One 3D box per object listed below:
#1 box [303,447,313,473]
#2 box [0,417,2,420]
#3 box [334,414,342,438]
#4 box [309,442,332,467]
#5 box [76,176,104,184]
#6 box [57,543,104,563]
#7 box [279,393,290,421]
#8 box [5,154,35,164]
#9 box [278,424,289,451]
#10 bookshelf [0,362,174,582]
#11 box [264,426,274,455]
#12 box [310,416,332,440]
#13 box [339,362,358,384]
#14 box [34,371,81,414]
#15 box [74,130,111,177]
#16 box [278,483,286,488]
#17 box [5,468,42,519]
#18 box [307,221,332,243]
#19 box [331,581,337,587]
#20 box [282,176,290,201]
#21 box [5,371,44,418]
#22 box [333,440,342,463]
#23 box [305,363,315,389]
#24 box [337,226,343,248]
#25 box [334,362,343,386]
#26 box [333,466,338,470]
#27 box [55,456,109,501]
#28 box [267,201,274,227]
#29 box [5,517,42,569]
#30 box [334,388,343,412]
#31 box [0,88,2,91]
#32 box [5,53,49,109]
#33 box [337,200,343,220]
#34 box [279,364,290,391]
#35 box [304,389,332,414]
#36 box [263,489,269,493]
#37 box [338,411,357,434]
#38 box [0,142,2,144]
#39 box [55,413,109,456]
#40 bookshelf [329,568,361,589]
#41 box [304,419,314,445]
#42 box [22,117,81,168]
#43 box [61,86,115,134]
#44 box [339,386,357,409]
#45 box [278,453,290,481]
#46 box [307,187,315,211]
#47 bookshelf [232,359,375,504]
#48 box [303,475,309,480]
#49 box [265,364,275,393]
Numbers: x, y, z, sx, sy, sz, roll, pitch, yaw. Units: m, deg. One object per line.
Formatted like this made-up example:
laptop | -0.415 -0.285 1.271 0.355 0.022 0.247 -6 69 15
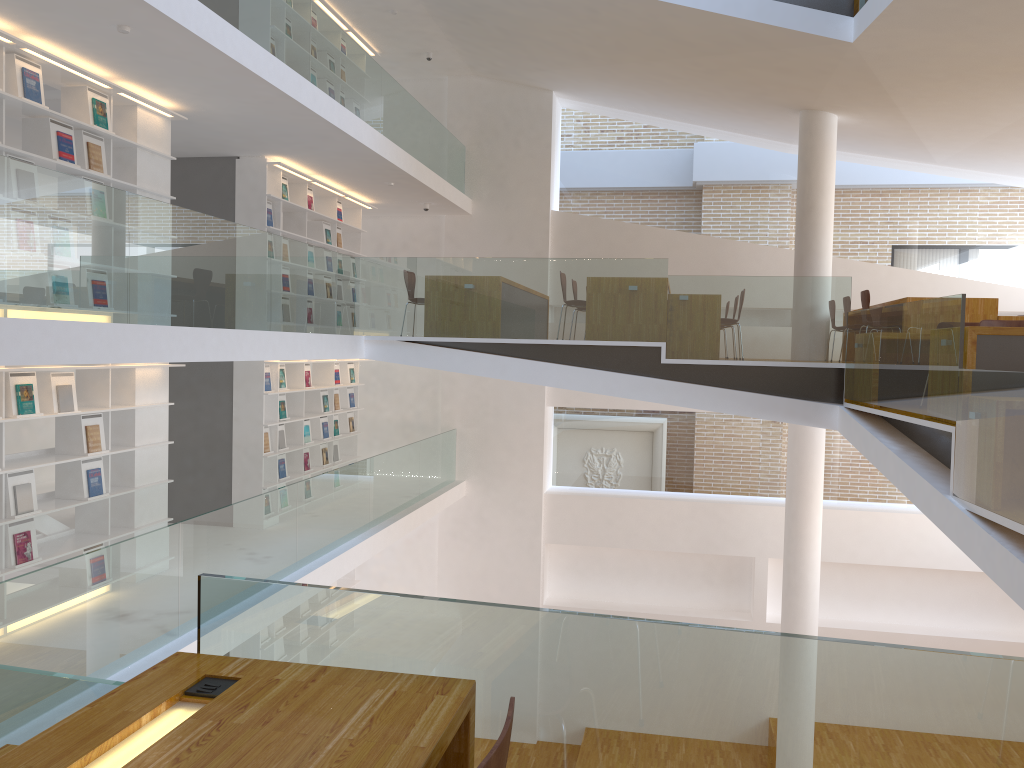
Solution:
box | -2.537 0.885 10.542 0.274 0.296 0.245 2 2 11
box | -3.398 0.079 5.543 0.274 0.296 0.245 2 2 11
box | -2.360 0.525 11.416 0.274 0.296 0.245 2 2 11
box | -2.431 0.865 11.097 0.274 0.296 0.245 2 2 11
box | -3.161 -1.361 6.549 0.274 0.296 0.245 2 2 11
box | -3.222 1.353 6.683 0.274 0.296 0.245 2 2 11
box | -2.645 0.247 9.866 0.274 0.296 0.245 2 2 11
box | -3.297 -1.335 5.838 0.274 0.296 0.245 2 2 11
box | -2.658 0.580 9.857 0.274 0.296 0.245 2 2 11
bookshelf | -3.420 0.741 5.792 0.397 1.836 3.666 2 2 11
box | -2.728 0.593 9.488 0.274 0.296 0.245 2 2 11
box | -2.426 0.537 11.071 0.274 0.296 0.245 2 2 11
box | -2.243 -0.151 11.915 0.274 0.296 0.245 2 2 11
box | -3.936 1.915 2.982 0.498 3.764 7.125 2 2 11
box | -3.154 -1.689 6.534 0.274 0.296 0.245 2 2 11
box | -2.664 1.236 9.932 0.274 0.296 0.245 2 2 11
box | -3.346 0.723 5.921 0.274 0.296 0.245 2 2 11
box | -2.368 -1.849 10.975 0.274 0.296 0.245 2 2 11
box | -2.408 2.559 11.498 0.274 0.296 0.245 2 2 11
box | -2.593 -2.134 9.746 0.274 0.296 0.245 2 2 11
box | -3.328 0.066 5.910 0.274 0.296 0.245 2 2 11
box | -2.364 0.852 11.449 0.274 0.296 0.245 2 2 11
box | -2.513 -0.101 10.494 0.274 0.296 0.245 2 2 11
box | -2.300 -1.863 11.330 0.274 0.296 0.245 2 2 11
box | -2.342 -0.132 11.400 0.274 0.296 0.245 2 2 11
box | -2.373 1.181 11.452 0.274 0.296 0.245 2 2 11
box | -3.211 0.697 6.632 0.274 0.296 0.245 2 2 11
box | -2.672 -1.793 9.386 0.274 0.296 0.245 2 2 11
box | -3.353 1.051 5.940 0.274 0.296 0.245 2 2 11
box | -2.350 0.196 11.413 0.274 0.296 0.245 2 2 11
box | -3.348 -1.980 5.460 0.274 0.296 0.245 2 2 11
box | -3.270 -1.995 5.870 0.274 0.296 0.245 2 2 11
box | -2.293 -2.190 11.317 0.274 0.296 0.245 2 2 11
box | -2.642 -0.075 9.829 0.274 0.296 0.245 2 2 11
box | -2.418 0.209 11.058 0.274 0.296 0.245 2 2 11
box | -2.744 1.252 9.513 0.274 0.296 0.245 2 2 11
box | -2.257 0.505 11.955 0.274 0.296 0.245 2 2 11
box | -3.358 -1.651 5.467 0.274 0.296 0.245 2 2 11
box | -3.203 0.369 6.617 0.274 0.296 0.245 2 2 11
bookshelf | -2.466 2.599 10.834 0.498 1.836 2.984 2 2 11
box | -2.527 0.556 10.543 0.274 0.296 0.245 2 2 11
box | -3.217 -1.680 6.200 0.274 0.296 0.245 2 2 11
box | -3.137 -2.019 6.569 0.274 0.296 0.245 2 2 11
box | -2.251 0.177 11.929 0.274 0.296 0.245 2 2 11
box | -2.658 0.907 9.908 0.274 0.296 0.245 2 2 11
box | -2.463 -2.159 10.411 0.274 0.296 0.245 2 2 11
bookshelf | -2.417 0.565 10.752 0.498 1.836 2.984 2 2 11
box | -2.545 1.213 10.555 0.274 0.296 0.245 2 2 11
box | -2.712 -0.060 9.463 0.274 0.296 0.245 2 2 11
